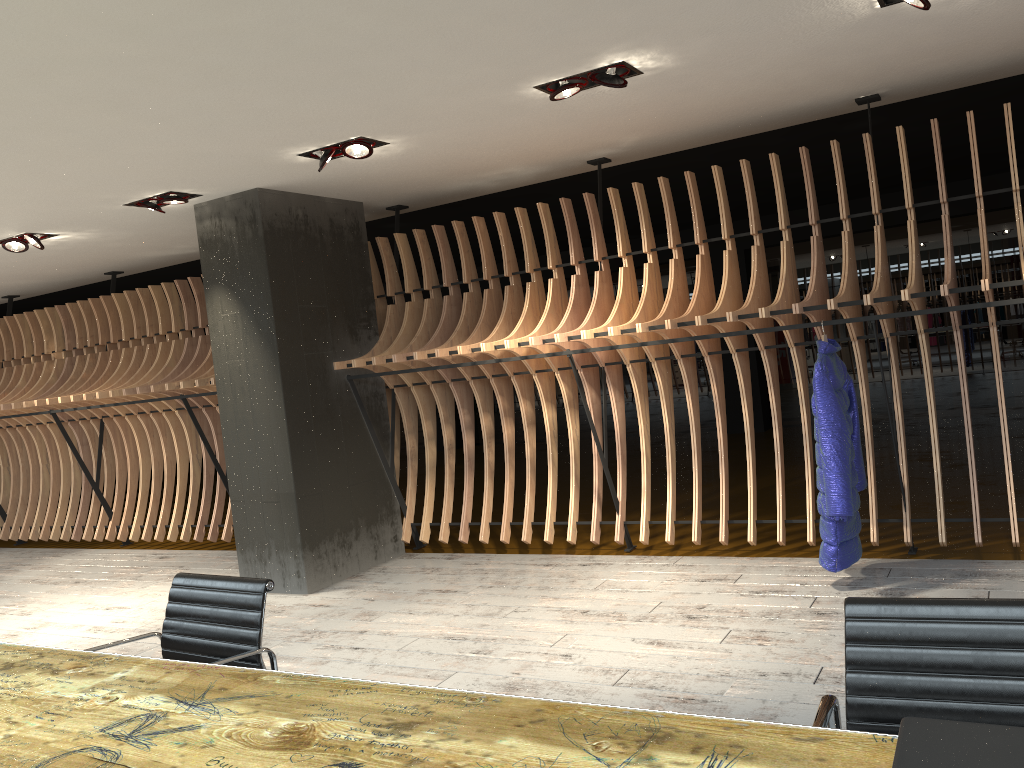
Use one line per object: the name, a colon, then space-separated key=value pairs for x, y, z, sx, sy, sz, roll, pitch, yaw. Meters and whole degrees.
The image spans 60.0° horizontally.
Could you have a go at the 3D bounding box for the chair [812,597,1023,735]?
chair: x=0.865 y=0.887 z=1.571 sx=0.693 sy=0.859 sz=0.668 roll=-6 pitch=1 yaw=16

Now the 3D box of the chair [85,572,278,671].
chair: x=-1.047 y=1.075 z=2.662 sx=0.693 sy=0.859 sz=0.668 roll=-6 pitch=2 yaw=26

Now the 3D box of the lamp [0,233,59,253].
lamp: x=-3.750 y=-1.152 z=6.808 sx=0.492 sy=0.288 sz=0.269 roll=-6 pitch=2 yaw=30

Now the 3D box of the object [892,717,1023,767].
object: x=0.687 y=0.546 z=1.126 sx=0.372 sy=0.111 sz=0.261 roll=-6 pitch=2 yaw=30

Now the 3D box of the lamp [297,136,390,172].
lamp: x=-0.998 y=-1.421 z=5.221 sx=0.492 sy=0.292 sz=0.269 roll=-6 pitch=2 yaw=30

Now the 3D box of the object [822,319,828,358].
object: x=1.719 y=-0.220 z=4.869 sx=0.012 sy=0.270 sz=0.526 roll=-6 pitch=2 yaw=30

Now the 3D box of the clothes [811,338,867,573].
clothes: x=1.785 y=0.366 z=4.916 sx=0.245 sy=1.238 sz=0.886 roll=-6 pitch=1 yaw=27

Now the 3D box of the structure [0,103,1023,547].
structure: x=-7.440 y=0.972 z=2.575 sx=36.525 sy=2.439 sz=14.900 roll=-6 pitch=2 yaw=30

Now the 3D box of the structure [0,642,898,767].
structure: x=-2.416 y=1.246 z=2.620 sx=10.443 sy=0.844 sz=1.163 roll=-6 pitch=2 yaw=30

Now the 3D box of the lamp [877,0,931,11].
lamp: x=1.752 y=-1.695 z=3.634 sx=0.492 sy=0.286 sz=0.269 roll=-6 pitch=2 yaw=30

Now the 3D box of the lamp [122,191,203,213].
lamp: x=-2.374 y=-1.284 z=6.014 sx=0.492 sy=0.295 sz=0.269 roll=-6 pitch=2 yaw=30

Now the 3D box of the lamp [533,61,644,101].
lamp: x=0.377 y=-1.555 z=4.428 sx=0.492 sy=0.294 sz=0.269 roll=-6 pitch=2 yaw=30
